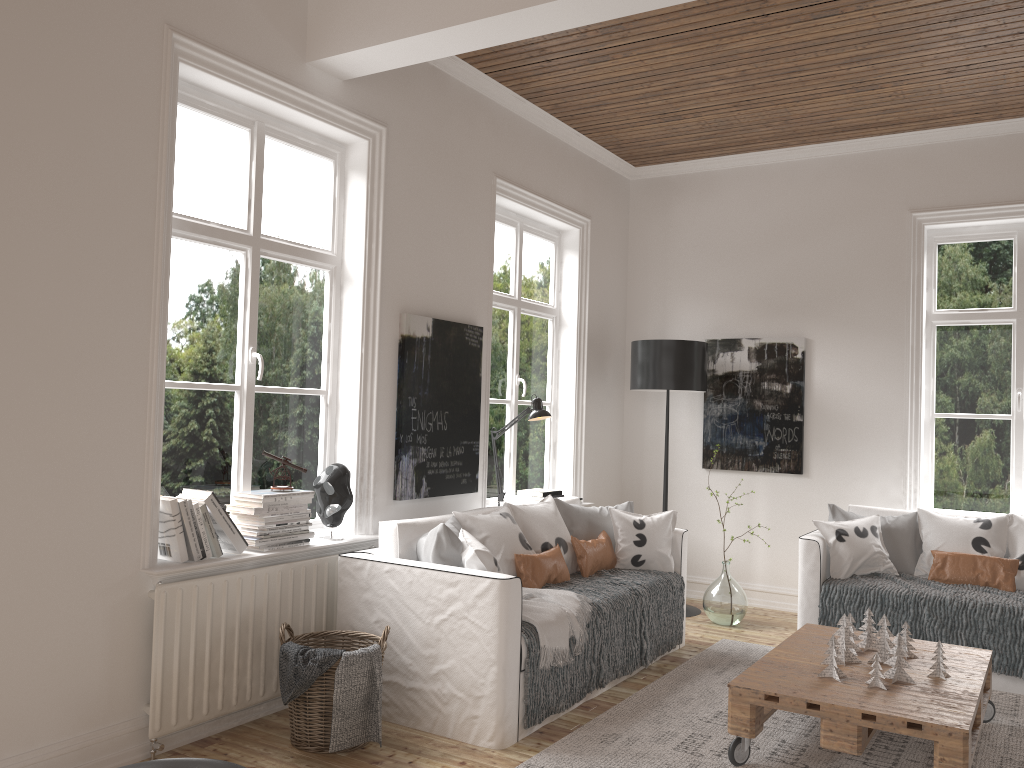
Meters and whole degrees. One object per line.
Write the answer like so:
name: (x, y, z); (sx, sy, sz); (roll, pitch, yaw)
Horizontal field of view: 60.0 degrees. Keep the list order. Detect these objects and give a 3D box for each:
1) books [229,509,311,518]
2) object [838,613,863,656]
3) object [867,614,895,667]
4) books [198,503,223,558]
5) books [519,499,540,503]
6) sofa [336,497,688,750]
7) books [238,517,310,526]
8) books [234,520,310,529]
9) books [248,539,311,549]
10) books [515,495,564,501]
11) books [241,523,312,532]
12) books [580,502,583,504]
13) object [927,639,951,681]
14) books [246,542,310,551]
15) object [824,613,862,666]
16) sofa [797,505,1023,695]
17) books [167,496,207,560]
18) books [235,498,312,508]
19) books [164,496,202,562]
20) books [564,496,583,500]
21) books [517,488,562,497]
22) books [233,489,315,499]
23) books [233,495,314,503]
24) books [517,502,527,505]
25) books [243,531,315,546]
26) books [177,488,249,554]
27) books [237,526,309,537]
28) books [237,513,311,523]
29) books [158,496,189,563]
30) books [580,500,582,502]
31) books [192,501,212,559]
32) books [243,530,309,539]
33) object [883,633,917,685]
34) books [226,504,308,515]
books: (-1.015, 0.538, 3.730); (0.182, 0.016, 0.288); (1, -2, 32)
object: (1.414, 1.039, 3.711); (0.095, 0.164, 0.090); (0, -2, 39)
object: (1.498, 1.021, 3.560); (0.107, 0.195, 0.113); (0, -2, 38)
books: (-1.201, 0.554, 3.395); (0.161, 0.213, 0.118); (1, -2, 32)
books: (0.179, 0.734, 5.593); (0.191, 0.023, 0.242); (1, -2, 30)
sofa: (0.119, 1.014, 4.350); (0.866, 0.776, 1.960); (1, -2, 32)
books: (-0.996, 0.570, 3.719); (0.161, 0.012, 0.254); (1, -2, 32)
books: (-1.007, 0.581, 3.712); (0.159, 0.012, 0.285); (1, -2, 32)
books: (-1.002, 0.660, 3.704); (0.159, 0.012, 0.285); (1, -2, 32)
books: (0.177, 0.712, 5.605); (0.212, 0.023, 0.258); (1, -2, 32)
books: (-0.989, 0.595, 3.726); (0.161, 0.013, 0.256); (1, -2, 32)
books: (0.323, 0.783, 5.832); (0.187, 0.014, 0.253); (1, -2, 32)
object: (1.630, 1.046, 3.383); (0.072, 0.142, 0.073); (0, -2, 39)
books: (-0.998, 0.673, 3.719); (0.161, 0.012, 0.254); (1, -2, 32)
object: (1.330, 1.017, 3.560); (0.112, 0.193, 0.106); (3, -2, -30)
sofa: (2.572, 1.098, 4.598); (1.960, 0.776, 0.866); (1, -2, 32)
books: (-1.238, 0.541, 3.338); (0.152, 0.232, 0.104); (1, -2, 32)
books: (-1.001, 0.492, 3.720); (0.174, 0.021, 0.273); (1, -2, 32)
books: (-1.253, 0.538, 3.310); (0.172, 0.235, 0.112); (1, -2, 32)
books: (0.317, 0.757, 5.836); (0.202, 0.012, 0.251); (1, -2, 33)
books: (0.176, 0.686, 5.597); (0.190, 0.028, 0.239); (1, -2, 34)
books: (-0.994, 0.457, 3.708); (0.182, 0.016, 0.288); (1, -2, 32)
books: (-1.001, 0.473, 3.719); (0.182, 0.016, 0.288); (1, -2, 32)
books: (0.177, 0.762, 5.602); (0.191, 0.032, 0.258); (1, -2, 34)
books: (-1.008, 0.640, 3.713); (0.176, 0.025, 0.331); (1, -2, 32)
books: (-1.168, 0.536, 3.456); (0.176, 0.255, 0.226); (1, -2, 32)
books: (-1.022, 0.608, 3.718); (0.182, 0.016, 0.288); (1, -2, 32)
books: (-0.999, 0.555, 3.729); (0.167, 0.017, 0.263); (1, -2, 32)
books: (-1.284, 0.534, 3.279); (0.172, 0.239, 0.093); (1, -2, 32)
books: (0.321, 0.769, 5.830); (0.187, 0.014, 0.248); (1, -2, 30)
books: (-1.226, 0.550, 3.365); (0.161, 0.218, 0.101); (1, -2, 32)
books: (-1.001, 0.623, 3.724); (0.161, 0.013, 0.254); (1, -2, 32)
object: (1.444, 1.020, 3.320); (0.097, 0.178, 0.103); (2, -2, -5)
books: (-1.026, 0.515, 3.710); (0.180, 0.028, 0.296); (1, -2, 32)
